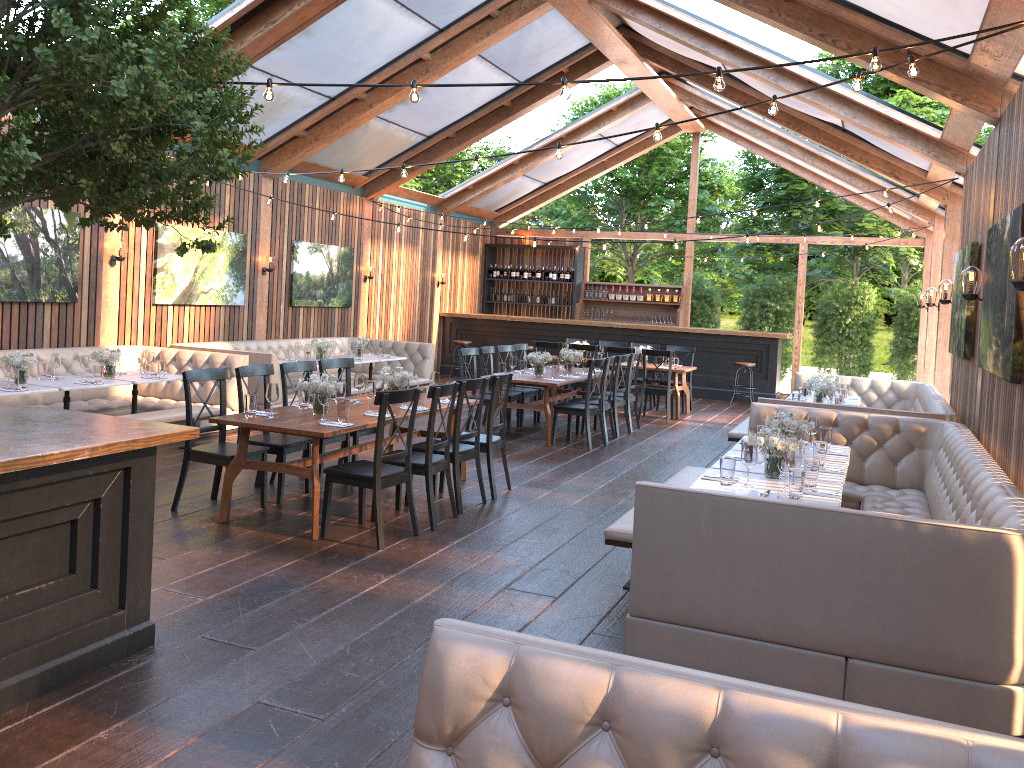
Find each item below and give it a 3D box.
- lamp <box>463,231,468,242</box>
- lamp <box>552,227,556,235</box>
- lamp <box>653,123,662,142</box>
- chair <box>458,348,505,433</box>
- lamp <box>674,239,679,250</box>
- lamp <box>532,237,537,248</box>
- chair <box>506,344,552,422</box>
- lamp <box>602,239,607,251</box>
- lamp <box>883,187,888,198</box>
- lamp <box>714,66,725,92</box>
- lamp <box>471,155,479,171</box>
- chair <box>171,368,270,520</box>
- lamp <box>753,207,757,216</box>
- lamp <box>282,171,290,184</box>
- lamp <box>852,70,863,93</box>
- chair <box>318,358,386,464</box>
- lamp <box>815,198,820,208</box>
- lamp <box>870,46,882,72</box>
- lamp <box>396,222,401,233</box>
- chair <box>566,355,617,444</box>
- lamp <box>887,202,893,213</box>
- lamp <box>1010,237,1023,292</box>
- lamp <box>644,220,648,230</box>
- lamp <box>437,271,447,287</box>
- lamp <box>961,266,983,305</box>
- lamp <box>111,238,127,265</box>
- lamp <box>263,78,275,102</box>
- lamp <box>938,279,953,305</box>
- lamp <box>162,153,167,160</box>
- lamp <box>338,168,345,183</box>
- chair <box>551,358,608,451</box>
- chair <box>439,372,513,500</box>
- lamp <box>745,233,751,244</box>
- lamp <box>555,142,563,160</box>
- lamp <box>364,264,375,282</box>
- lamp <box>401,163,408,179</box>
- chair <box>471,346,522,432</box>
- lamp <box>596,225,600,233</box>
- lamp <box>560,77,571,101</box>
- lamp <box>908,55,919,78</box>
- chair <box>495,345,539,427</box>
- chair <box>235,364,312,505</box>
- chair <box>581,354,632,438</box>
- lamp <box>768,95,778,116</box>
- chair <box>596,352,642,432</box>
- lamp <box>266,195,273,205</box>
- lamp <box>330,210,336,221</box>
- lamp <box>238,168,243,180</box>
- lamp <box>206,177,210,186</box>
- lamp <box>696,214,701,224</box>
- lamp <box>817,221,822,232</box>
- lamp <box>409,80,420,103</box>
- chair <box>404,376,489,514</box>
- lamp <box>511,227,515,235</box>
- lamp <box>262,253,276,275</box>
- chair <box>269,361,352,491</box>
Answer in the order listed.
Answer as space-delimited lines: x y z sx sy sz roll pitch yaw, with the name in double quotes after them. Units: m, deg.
-0.508 -1.622 9.722 0.056 0.120 0.056 5 3 41 "lamp"
0.599 -2.201 12.701 0.056 0.121 0.056 3 3 -9 "lamp"
0.925 -1.595 5.608 0.056 0.121 0.056 5 3 34 "lamp"
-0.383 0.091 10.683 0.540 1.018 0.478 4 3 22 "chair"
1.772 -1.506 9.531 0.056 0.120 0.056 2 3 -18 "lamp"
0.246 -1.549 9.666 0.056 0.120 0.056 4 3 28 "lamp"
0.258 -0.029 12.237 0.540 1.018 0.478 4 3 22 "chair"
1.006 -1.507 9.593 0.056 0.121 0.056 4 3 21 "lamp"
4.153 -2.127 9.834 0.056 0.118 0.064 3 3 -4 "lamp"
1.030 -1.514 4.396 0.062 0.118 0.057 2 3 -26 "lamp"
-0.273 -1.637 6.552 0.056 0.121 0.056 2 3 -27 "lamp"
-2.112 0.414 6.489 0.540 1.018 0.478 4 3 22 "chair"
2.954 -2.098 10.769 0.056 0.114 0.075 2 3 -22 "lamp"
-2.037 -1.867 7.984 0.067 0.117 0.057 2 3 -14 "lamp"
1.896 -1.660 4.853 0.056 0.121 0.056 4 3 25 "lamp"
-1.472 0.294 8.042 0.540 1.018 0.478 4 3 27 "chair"
3.554 -2.109 10.295 0.056 0.114 0.075 4 3 20 "lamp"
1.786 -1.595 4.346 0.065 0.118 0.056 2 3 -19 "lamp"
-1.259 -1.734 9.814 0.056 0.121 0.056 4 3 10 "lamp"
0.981 0.158 10.742 0.540 1.018 0.478 4 3 19 "chair"
4.016 -1.870 9.397 0.069 0.117 0.056 5 3 29 "lamp"
2.536 -0.563 4.335 0.178 0.319 0.146 4 3 22 "lamp"
1.781 -2.110 11.737 0.056 0.121 0.056 5 3 37 "lamp"
-1.404 -2.118 17.868 0.178 0.319 0.146 4 3 22 "lamp"
3.592 -0.761 6.895 0.178 0.319 0.146 4 3 22 "lamp"
-4.547 -1.531 10.246 0.178 0.319 0.146 4 3 22 "lamp"
-1.250 -1.515 4.558 0.056 0.121 0.056 3 3 3 "lamp"
4.634 -0.955 9.422 0.178 0.319 0.146 4 3 22 "lamp"
-3.723 -2.417 9.470 0.056 0.120 0.056 2 3 -25 "lamp"
-1.446 -1.770 7.516 0.056 0.121 0.056 5 3 37 "lamp"
0.792 0.201 10.206 0.541 1.018 0.477 5 3 30 "chair"
-0.292 0.406 7.557 0.540 1.018 0.478 4 3 17 "chair"
2.529 -1.558 9.484 0.056 0.120 0.056 4 3 19 "lamp"
0.327 -1.602 6.079 0.056 0.121 0.056 5 3 31 "lamp"
-2.457 -1.922 15.316 0.178 0.319 0.146 4 3 22 "lamp"
-0.855 -1.694 7.034 0.056 0.120 0.056 3 3 -3 "lamp"
-0.169 0.051 11.201 0.540 1.018 0.478 4 3 17 "chair"
1.193 -2.141 12.213 0.057 0.119 0.056 4 3 16 "lamp"
0.270 -1.479 4.431 0.056 0.120 0.056 3 3 -12 "lamp"
2.125 -1.680 4.679 0.056 0.120 0.056 3 3 -12 "lamp"
0.045 0.011 11.718 0.540 1.018 0.478 4 3 27 "chair"
-1.899 0.374 7.007 0.540 1.018 0.478 4 3 17 "chair"
1.214 0.121 11.238 0.540 1.018 0.478 4 3 28 "chair"
1.519 -1.621 5.142 0.056 0.121 0.056 1 3 -43 "lamp"
1.422 0.081 11.758 0.540 1.018 0.478 4 3 22 "chair"
-2.738 -2.076 9.982 0.071 0.116 0.056 6 4 44 "lamp"
-2.003 -1.885 9.897 0.056 0.120 0.056 1 3 -40 "lamp"
-2.608 -2.013 8.489 0.056 0.121 0.056 5 3 43 "lamp"
-3.460 -2.309 10.072 0.061 0.119 0.056 6 4 45 "lamp"
2.377 -2.099 11.271 0.056 0.120 0.056 3 3 -2 "lamp"
3.281 -1.675 9.431 0.059 0.119 0.057 1 3 -37 "lamp"
-0.492 -1.483 4.483 0.056 0.120 0.056 4 3 10 "lamp"
-0.506 0.446 7.039 0.540 1.018 0.478 4 3 25 "chair"
0.010 -2.281 13.176 0.056 0.119 0.059 3 3 2 "lamp"
-3.505 -1.726 12.774 0.178 0.319 0.146 4 3 22 "lamp"
-1.685 0.334 7.525 0.540 1.018 0.478 4 3 22 "chair"
